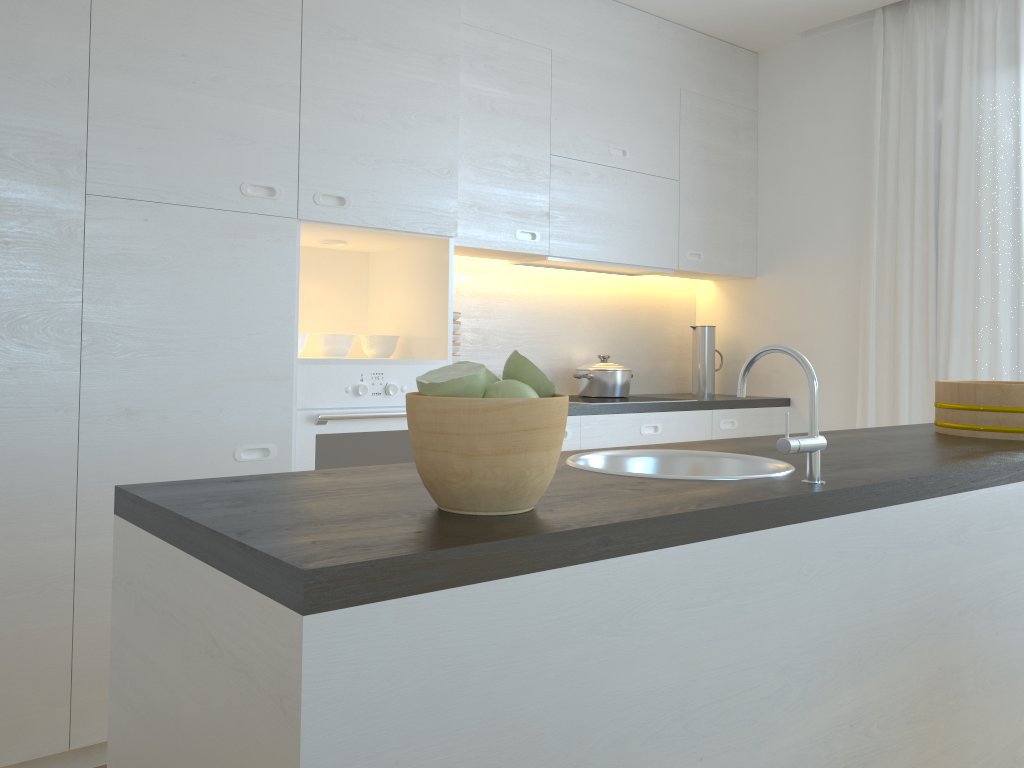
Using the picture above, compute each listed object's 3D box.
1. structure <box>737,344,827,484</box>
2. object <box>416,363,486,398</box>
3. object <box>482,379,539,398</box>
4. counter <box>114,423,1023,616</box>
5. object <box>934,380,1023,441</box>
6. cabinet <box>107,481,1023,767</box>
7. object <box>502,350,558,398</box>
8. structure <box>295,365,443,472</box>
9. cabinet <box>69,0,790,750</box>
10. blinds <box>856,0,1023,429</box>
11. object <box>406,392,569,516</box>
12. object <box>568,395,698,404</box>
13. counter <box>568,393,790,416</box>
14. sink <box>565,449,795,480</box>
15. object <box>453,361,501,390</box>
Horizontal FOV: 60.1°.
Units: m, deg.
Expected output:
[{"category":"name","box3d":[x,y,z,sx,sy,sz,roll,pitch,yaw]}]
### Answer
[{"category":"structure","box3d":[0.409,0.043,1.415,0.097,0.215,0.162,2,-1,-39]},{"category":"object","box3d":[-0.074,0.007,1.072,0.084,0.065,0.086,1,1,-27]},{"category":"object","box3d":[-0.001,0.037,1.094,0.081,0.085,0.097,1,0,16]},{"category":"counter","box3d":[0.564,0.162,1.761,2.399,0.040,0.601,-1,2,-39]},{"category":"object","box3d":[1.352,0.028,2.345,0.429,0.214,0.378,1,1,-11]},{"category":"cabinet","box3d":[0.557,0.637,1.747,2.399,0.911,0.600,0,0,-39]},{"category":"object","box3d":[0.024,-0.009,1.156,0.074,0.072,0.077,1,0,-14]},{"category":"structure","box3d":[-0.444,0.237,2.890,0.560,0.597,0.049,1,-1,-39]},{"category":"cabinet","box3d":[-0.032,-0.225,3.517,3.199,2.304,0.481,0,-1,-39]},{"category":"blinds","box3d":[1.785,-0.641,3.687,0.150,2.163,0.794,2,-2,-39]},{"category":"object","box3d":[-0.032,0.084,1.113,0.205,0.142,0.205,1,1,13]},{"category":"object","box3d":[0.393,0.070,3.936,0.653,0.013,0.562,-1,2,-39]},{"category":"counter","box3d":[0.392,0.088,3.931,1.999,0.040,0.600,-1,2,-39]},{"category":"sink","box3d":[0.297,0.217,1.589,0.404,0.157,0.404,1,1,3]},{"category":"object","box3d":[-0.052,0.019,1.158,0.102,0.099,0.086,1,0,-18]}]
